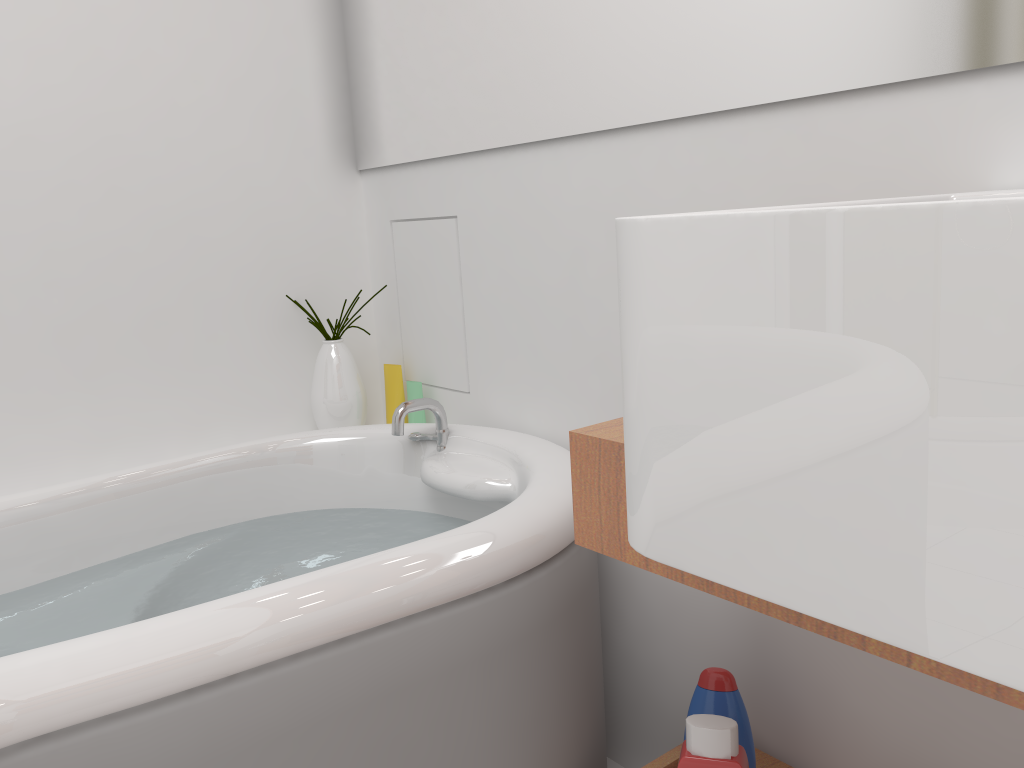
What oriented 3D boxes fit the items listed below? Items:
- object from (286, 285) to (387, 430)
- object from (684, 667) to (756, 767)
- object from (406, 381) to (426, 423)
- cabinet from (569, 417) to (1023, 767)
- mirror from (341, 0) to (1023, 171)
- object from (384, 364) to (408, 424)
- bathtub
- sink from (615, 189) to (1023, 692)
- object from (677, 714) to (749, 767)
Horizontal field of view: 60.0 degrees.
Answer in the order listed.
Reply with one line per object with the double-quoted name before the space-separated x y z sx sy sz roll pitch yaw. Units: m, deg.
"object" -0.346 -0.029 1.788 0.215 0.326 0.154 -5 11 -6
"object" 0.264 0.452 1.135 0.092 0.190 0.044 0 11 19
"object" -0.193 0.060 1.793 0.038 0.133 0.038 -4 11 -4
"cabinet" 0.658 0.449 0.530 0.355 0.719 1.635 -12 13 -37
"mirror" 0.442 -0.747 0.794 0.022 0.887 2.600 -12 13 -37
"object" -0.243 0.039 1.853 0.047 0.162 0.047 -6 11 -11
"bathtub" -0.678 0.467 1.055 1.863 0.674 1.055 -12 13 -37
"sink" 0.479 0.089 0.517 0.552 0.673 0.657 -12 13 -37
"object" 0.226 0.473 0.997 0.079 0.207 0.046 0 11 17
